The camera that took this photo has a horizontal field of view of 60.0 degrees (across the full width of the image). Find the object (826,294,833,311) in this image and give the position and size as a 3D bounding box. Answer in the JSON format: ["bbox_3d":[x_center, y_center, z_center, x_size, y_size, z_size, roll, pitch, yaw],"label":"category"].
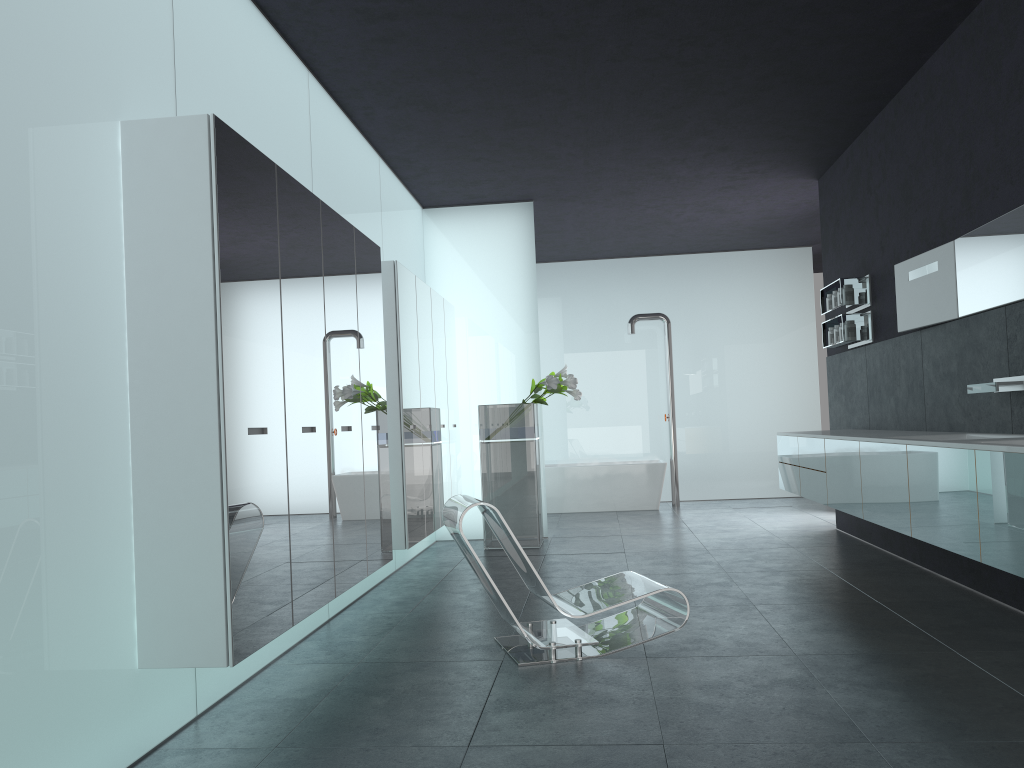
[{"bbox_3d":[3.129,-0.788,8.677,0.096,0.184,0.068,-2,-2,-3],"label":"object"}]

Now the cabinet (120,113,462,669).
[{"bbox_3d":[-1.058,0.153,6.543,0.398,2.214,6.008,-3,-3,5],"label":"cabinet"}]

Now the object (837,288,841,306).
[{"bbox_3d":[3.090,-0.805,8.276,0.096,0.184,0.068,-3,-2,4],"label":"object"}]

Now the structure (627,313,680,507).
[{"bbox_3d":[2.054,0.403,12.878,0.643,2.870,0.123,-3,-1,5],"label":"structure"}]

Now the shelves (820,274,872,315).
[{"bbox_3d":[3.149,-0.825,8.394,0.265,0.285,0.770,-3,-3,5],"label":"shelves"}]

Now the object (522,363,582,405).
[{"bbox_3d":[0.223,0.175,9.254,1.024,0.779,0.975,-2,-2,-2],"label":"object"}]

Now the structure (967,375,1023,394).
[{"bbox_3d":[2.910,0.005,5.321,0.186,0.088,0.482,-3,-3,5],"label":"structure"}]

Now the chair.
[{"bbox_3d":[0.284,1.054,5.042,1.261,0.870,0.629,-2,-2,-13],"label":"chair"}]

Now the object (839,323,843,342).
[{"bbox_3d":[3.104,-0.478,8.268,0.096,0.184,0.068,-3,-2,4],"label":"object"}]

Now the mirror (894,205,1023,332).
[{"bbox_3d":[2.939,-0.754,5.114,0.109,0.532,3.724,-3,-3,4],"label":"mirror"}]

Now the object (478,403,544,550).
[{"bbox_3d":[-0.004,0.962,9.411,0.585,1.490,0.575,-3,-2,5],"label":"object"}]

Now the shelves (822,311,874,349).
[{"bbox_3d":[3.163,-0.498,8.385,0.265,0.285,0.770,-3,-3,5],"label":"shelves"}]

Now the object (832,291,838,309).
[{"bbox_3d":[3.108,-0.797,8.464,0.096,0.184,0.068,-3,-2,14],"label":"object"}]

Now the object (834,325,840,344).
[{"bbox_3d":[3.122,-0.470,8.455,0.096,0.184,0.068,-3,-2,14],"label":"object"}]

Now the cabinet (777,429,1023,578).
[{"bbox_3d":[2.734,0.622,5.986,0.734,0.556,5.586,-3,-3,5],"label":"cabinet"}]

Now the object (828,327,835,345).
[{"bbox_3d":[3.143,-0.461,8.669,0.096,0.184,0.068,-2,-2,-3],"label":"object"}]

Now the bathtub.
[{"bbox_3d":[1.241,1.395,12.939,1.978,0.858,0.961,-3,-2,5],"label":"bathtub"}]
